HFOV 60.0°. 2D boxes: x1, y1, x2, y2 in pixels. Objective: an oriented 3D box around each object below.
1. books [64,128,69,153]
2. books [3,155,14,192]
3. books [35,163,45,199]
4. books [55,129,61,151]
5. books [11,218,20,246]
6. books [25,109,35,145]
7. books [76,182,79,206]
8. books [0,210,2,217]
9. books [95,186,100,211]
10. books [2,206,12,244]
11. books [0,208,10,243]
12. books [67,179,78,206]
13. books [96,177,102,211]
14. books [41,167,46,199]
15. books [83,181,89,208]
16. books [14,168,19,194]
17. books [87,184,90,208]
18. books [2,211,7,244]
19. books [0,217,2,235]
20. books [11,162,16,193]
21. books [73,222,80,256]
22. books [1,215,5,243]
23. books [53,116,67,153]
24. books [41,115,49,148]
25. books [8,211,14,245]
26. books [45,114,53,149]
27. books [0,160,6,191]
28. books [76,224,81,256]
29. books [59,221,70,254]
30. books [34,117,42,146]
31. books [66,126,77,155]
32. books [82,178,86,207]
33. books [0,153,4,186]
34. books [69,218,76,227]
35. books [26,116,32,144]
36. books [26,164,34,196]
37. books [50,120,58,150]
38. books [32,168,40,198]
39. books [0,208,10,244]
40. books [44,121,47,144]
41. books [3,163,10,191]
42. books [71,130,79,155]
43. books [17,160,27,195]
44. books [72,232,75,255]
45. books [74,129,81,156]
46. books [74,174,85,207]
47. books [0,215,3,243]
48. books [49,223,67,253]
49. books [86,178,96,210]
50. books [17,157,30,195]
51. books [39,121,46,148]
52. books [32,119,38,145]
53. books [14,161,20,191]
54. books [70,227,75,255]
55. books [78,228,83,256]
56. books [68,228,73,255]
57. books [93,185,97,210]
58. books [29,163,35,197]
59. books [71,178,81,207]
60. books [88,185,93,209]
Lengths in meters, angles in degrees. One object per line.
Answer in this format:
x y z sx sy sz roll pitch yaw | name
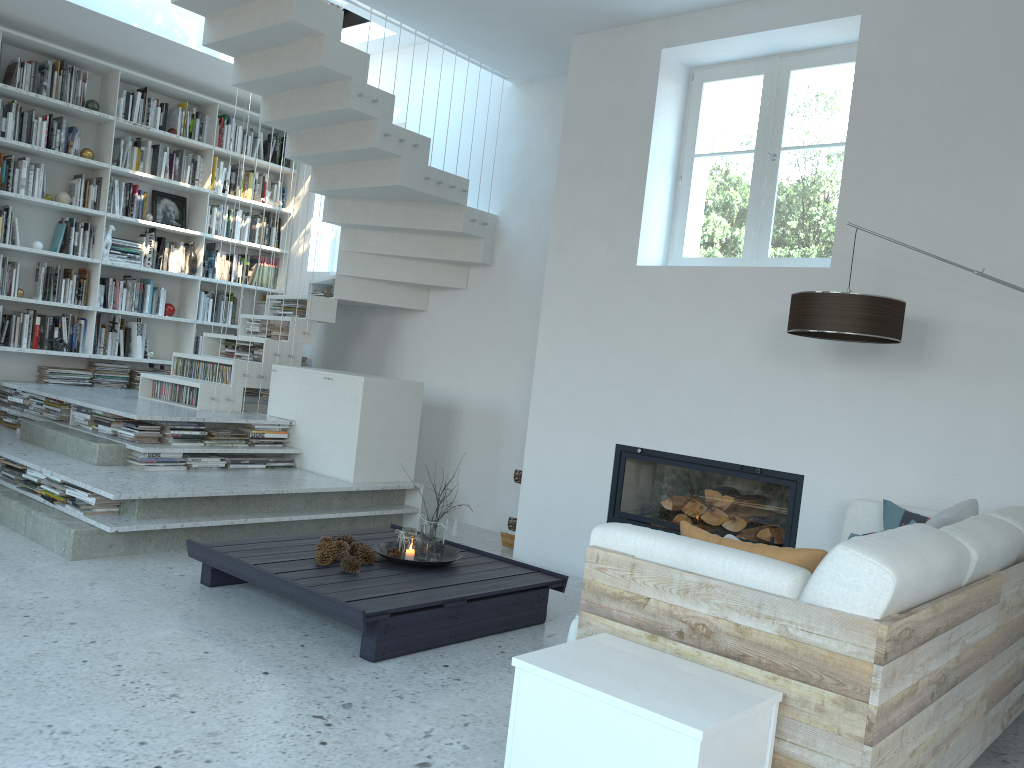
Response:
-3.422 -1.831 6.728 0.156 0.213 0.030 8 2 41 | books
-3.679 -1.521 6.459 0.177 0.280 0.014 8 2 40 | books
-3.548 -1.504 6.616 0.169 0.272 0.024 8 2 40 | books
-3.460 -1.819 6.683 0.176 0.181 0.027 8 2 41 | books
-3.674 -1.114 6.528 0.176 0.210 0.051 8 2 41 | books
-3.577 -1.882 6.560 0.154 0.284 0.013 8 2 40 | books
-3.385 -1.455 6.847 0.153 0.205 0.005 8 2 41 | books
-3.758 -1.140 6.454 0.169 0.242 0.008 8 2 40 | books
-3.280 -1.445 6.947 0.169 0.206 0.012 8 2 41 | books
-3.717 -1.158 6.500 0.158 0.287 0.013 8 2 40 | books
-3.724 -1.152 6.492 0.167 0.274 0.006 8 2 40 | books
-3.394 -1.464 6.841 0.139 0.220 0.015 8 2 40 | books
-3.265 -1.480 6.949 0.182 0.278 0.005 8 2 41 | books
-3.542 -1.494 6.661 0.160 0.254 0.034 8 2 41 | books
-3.341 -1.462 6.895 0.160 0.228 0.016 8 2 41 | books
-3.668 -1.477 6.502 0.171 0.194 0.025 8 2 41 | books
-3.336 -1.451 6.910 0.137 0.206 0.012 8 2 40 | books
-3.740 -1.138 6.482 0.132 0.243 0.017 8 2 40 | books
-3.749 -1.113 6.429 0.191 0.192 0.017 8 2 41 | books
-3.674 -1.499 6.478 0.164 0.237 0.022 8 2 41 | books
-3.403 -1.116 6.861 0.165 0.263 0.018 8 2 40 | books
-3.740 -1.122 6.466 0.158 0.212 0.007 8 2 41 | books
-3.426 -1.867 6.695 0.183 0.285 0.029 8 2 41 | books
-3.509 -1.865 6.621 0.156 0.265 0.012 8 2 40 | books
-3.711 -1.141 6.522 0.160 0.254 0.007 8 2 41 | books
-3.497 -1.874 6.653 0.159 0.285 0.012 8 2 40 | books
-3.720 -1.503 6.441 0.157 0.236 0.013 8 2 40 | books
-3.393 -1.113 6.874 0.152 0.259 0.015 8 2 40 | books
-3.449 -1.121 6.814 0.174 0.264 0.021 8 2 40 | books
-3.542 -1.854 6.584 0.149 0.237 0.023 8 2 40 | books
-3.385 -1.838 6.752 0.171 0.235 0.054 8 2 41 | books
-3.356 -1.472 6.873 0.151 0.244 0.016 8 2 40 | books
-3.741 -1.529 6.444 0.135 0.284 0.014 8 2 40 | books
-3.426 -1.134 6.853 0.153 0.295 0.013 8 2 40 | books
-3.596 -1.853 6.547 0.142 0.223 0.028 8 2 41 | books
-3.599 -1.495 6.567 0.183 0.245 0.025 8 2 41 | books
-3.472 -1.848 6.658 0.185 0.238 0.030 8 2 41 | books
-3.574 -1.487 6.607 0.182 0.232 0.021 8 2 41 | books
-3.724 -1.150 6.485 0.178 0.270 0.006 8 2 40 | books
-3.517 -1.845 6.612 0.159 0.222 0.011 8 2 41 | books
-3.711 -1.492 6.458 0.161 0.216 0.026 8 2 41 | books
-3.378 -1.828 6.775 0.182 0.216 0.048 8 2 41 | books
-3.625 -1.507 6.519 0.182 0.263 0.030 8 2 41 | books
-3.424 -1.101 6.862 0.146 0.230 0.007 8 2 40 | books
-3.367 -1.834 6.815 0.140 0.229 0.026 8 2 41 | books
-3.357 -1.483 6.853 0.164 0.267 0.015 8 2 40 | books
-3.753 -1.122 6.463 0.156 0.209 0.014 8 2 41 | books
-3.479 -1.111 6.790 0.153 0.241 0.056 8 2 41 | books
-3.300 -1.473 6.915 0.175 0.257 0.016 8 2 41 | books
-3.625 -1.523 6.557 0.159 0.295 0.027 8 2 40 | books
-3.518 -1.838 6.591 0.180 0.209 0.021 8 2 41 | books
-3.567 -1.847 6.574 0.144 0.216 0.025 8 2 41 | books
-3.658 -1.507 6.519 0.131 0.257 0.011 8 2 40 | books
-3.426 -1.096 6.833 0.187 0.219 0.013 8 2 41 | books
-3.380 -1.094 6.880 0.178 0.224 0.012 8 2 41 | books
-3.433 -1.092 6.826 0.188 0.210 0.006 8 2 41 | books
-3.293 -1.446 6.926 0.173 0.204 0.013 8 2 41 | books
-3.598 -1.504 6.599 0.133 0.262 0.024 8 2 40 | books
-3.376 -1.468 6.852 0.154 0.232 0.012 8 2 40 | books
-3.320 -1.447 6.912 0.173 0.202 0.013 8 2 41 | books
